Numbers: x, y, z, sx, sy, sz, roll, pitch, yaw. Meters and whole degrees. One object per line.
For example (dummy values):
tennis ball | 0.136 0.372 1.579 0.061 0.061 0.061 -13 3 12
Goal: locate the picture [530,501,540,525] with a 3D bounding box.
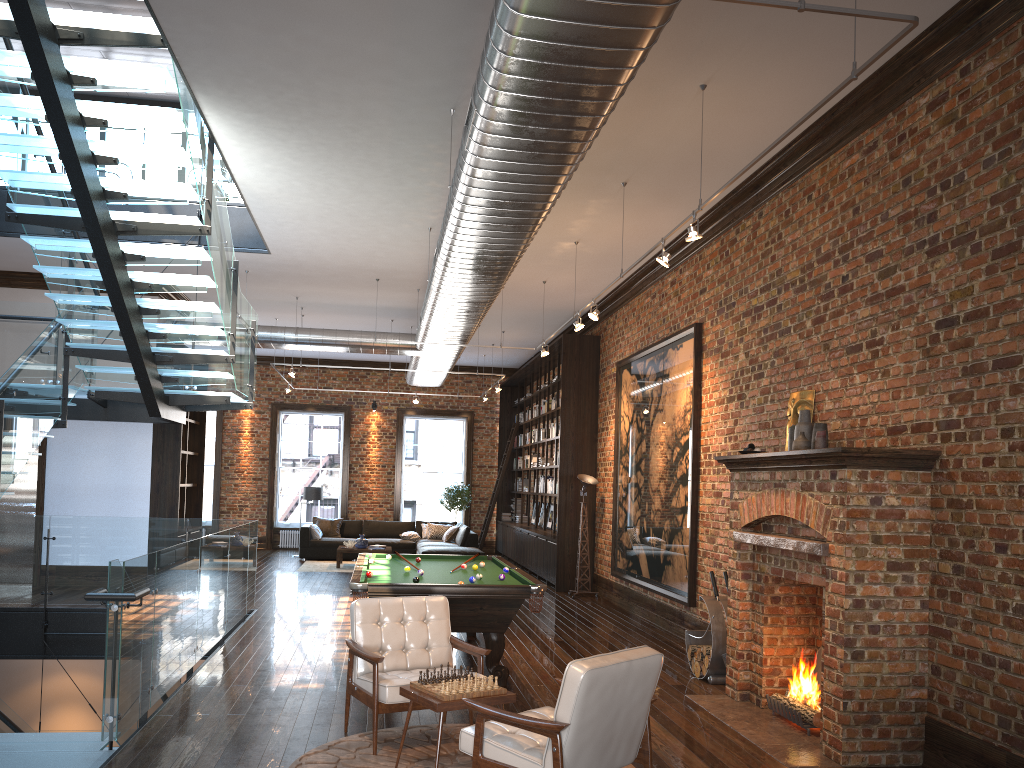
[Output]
picture | 0.490 2.749 18.873 0.112 0.496 0.509 2 -4 -8

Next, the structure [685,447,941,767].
structure | 1.960 1.437 6.198 0.887 1.899 2.008 2 -4 -8

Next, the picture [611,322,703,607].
picture | 1.702 1.020 10.923 0.080 2.989 3.216 2 -4 -8

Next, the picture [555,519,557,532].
picture | 0.881 2.454 16.205 0.112 0.496 0.509 2 -4 -8

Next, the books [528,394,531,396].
books | 0.475 0.243 19.065 0.232 0.006 0.290 3 -7 -12

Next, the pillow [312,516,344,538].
pillow | -3.886 2.998 18.554 0.701 0.438 0.306 2 -3 -8

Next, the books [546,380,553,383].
books | 0.783 -0.036 17.072 0.205 0.017 0.361 3 -7 -11

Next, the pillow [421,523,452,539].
pillow | -1.596 3.147 18.849 0.703 0.337 0.271 2 -4 -8

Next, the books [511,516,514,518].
books | 0.112 3.128 20.814 0.241 0.023 0.263 2 -7 -4

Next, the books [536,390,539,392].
books | 0.623 0.141 18.185 0.191 0.013 0.317 3 -7 -12

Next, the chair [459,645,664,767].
chair | 0.237 1.683 4.271 0.742 0.862 0.771 -2 -5 42

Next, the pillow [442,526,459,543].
pillow | -1.262 3.095 18.244 0.314 0.354 0.632 2 -5 -9

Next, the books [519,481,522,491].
books | 0.260 2.324 20.124 0.212 0.232 0.019 2 -2 -8

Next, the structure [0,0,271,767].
structure | -4.177 0.553 7.213 3.578 14.443 7.069 2 -3 -8

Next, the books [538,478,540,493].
books | 0.616 2.034 17.834 0.184 0.300 0.016 2 -2 -8

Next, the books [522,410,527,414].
books | 0.308 0.769 20.219 0.168 0.337 0.016 2 -2 -8

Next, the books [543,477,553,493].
books | 0.700 1.957 17.212 0.186 0.316 0.015 2 -2 -8

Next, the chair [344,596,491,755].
chair | -0.603 1.809 5.589 0.770 0.862 0.743 4 -4 -28

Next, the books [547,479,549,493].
books | 0.755 1.951 16.900 0.159 0.269 0.032 2 -2 -8

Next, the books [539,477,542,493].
books | 0.640 2.019 17.741 0.170 0.310 0.039 2 -2 -8

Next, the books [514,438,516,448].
books | 0.140 1.388 21.060 0.176 0.294 0.017 2 -2 -8

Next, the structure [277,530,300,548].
structure | -4.725 3.581 20.430 1.302 0.394 0.216 3 -3 -8

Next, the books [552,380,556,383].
books | 0.878 -0.039 16.360 0.228 0.015 0.276 3 -7 -10

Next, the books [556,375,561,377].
books | 0.900 -0.127 16.365 0.168 0.015 0.371 2 -7 -3

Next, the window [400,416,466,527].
window | -1.887 2.152 21.166 1.521 2.743 0.155 2 -2 -8

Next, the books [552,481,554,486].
books | 0.824 1.911 16.399 0.166 0.237 0.034 2 -2 -8

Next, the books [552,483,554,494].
books | 0.827 1.927 16.352 0.165 0.196 0.027 2 -2 -8

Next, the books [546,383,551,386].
books | 0.784 0.018 17.070 0.193 0.030 0.314 3 -7 -13

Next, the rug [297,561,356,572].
rug | -2.933 3.443 16.707 2.022 0.003 2.125 3 -7 -8

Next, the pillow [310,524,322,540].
pillow | -4.004 3.023 18.143 0.244 0.304 0.576 2 -6 -7

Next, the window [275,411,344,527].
window | -4.717 2.019 20.754 1.521 2.743 0.155 2 -2 -8

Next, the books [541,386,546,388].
books | 0.686 0.069 17.795 0.204 0.011 0.310 3 -7 -8

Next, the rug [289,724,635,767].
rug | -0.259 2.166 4.947 1.970 0.015 1.981 2 -7 -6

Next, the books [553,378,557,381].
books | 0.883 -0.077 16.361 0.216 0.020 0.235 3 -7 -11

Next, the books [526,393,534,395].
books | 0.421 0.230 19.607 0.192 0.007 0.366 2 -7 -6

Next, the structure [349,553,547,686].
structure | -0.700 2.121 8.274 1.553 0.848 2.971 3 -6 -8

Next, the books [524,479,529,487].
books | 0.328 2.279 19.927 0.129 0.281 0.030 2 -2 -8

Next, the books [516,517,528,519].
books | 0.243 3.010 19.907 0.227 0.007 0.370 3 -7 -9

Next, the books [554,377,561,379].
books | 0.902 -0.103 16.365 0.170 0.033 0.287 3 -7 -13

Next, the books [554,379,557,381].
books | 0.886 -0.062 16.361 0.206 0.008 0.335 2 -7 -5

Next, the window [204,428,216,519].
window | -7.544 1.887 20.342 1.521 2.743 0.155 2 -2 -8

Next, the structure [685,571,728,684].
structure | 1.874 2.083 7.616 0.538 0.916 0.931 2 -4 -8

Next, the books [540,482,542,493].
books | 0.641 2.060 17.638 0.175 0.206 0.031 2 -2 -8

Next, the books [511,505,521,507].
books | 0.121 2.864 20.817 0.260 0.028 0.317 3 -7 -8

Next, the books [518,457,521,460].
books | 0.224 1.840 20.602 0.179 0.298 0.015 2 -2 -8

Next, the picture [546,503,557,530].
picture | 0.755 2.550 17.068 0.112 0.496 0.509 2 -4 -8

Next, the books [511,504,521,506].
books | 0.123 2.841 20.818 0.241 0.019 0.229 3 -7 -13

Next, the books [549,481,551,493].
books | 0.785 1.941 16.649 0.167 0.233 0.032 2 -2 -8

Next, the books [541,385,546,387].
books | 0.676 0.055 17.794 0.199 0.017 0.304 3 -7 -13

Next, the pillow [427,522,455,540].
pillow | -1.497 3.104 18.683 0.611 0.360 0.289 2 -4 -4

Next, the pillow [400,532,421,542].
pillow | -2.139 3.193 18.556 0.409 0.203 0.613 3 -6 -10

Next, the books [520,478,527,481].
books | 0.261 2.303 20.248 0.165 0.303 0.013 2 -2 -8

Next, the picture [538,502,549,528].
picture | 0.632 2.642 17.902 0.112 0.496 0.509 2 -4 -8

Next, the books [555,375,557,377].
books | 0.900 -0.143 16.365 0.188 0.017 0.277 2 -7 -6
